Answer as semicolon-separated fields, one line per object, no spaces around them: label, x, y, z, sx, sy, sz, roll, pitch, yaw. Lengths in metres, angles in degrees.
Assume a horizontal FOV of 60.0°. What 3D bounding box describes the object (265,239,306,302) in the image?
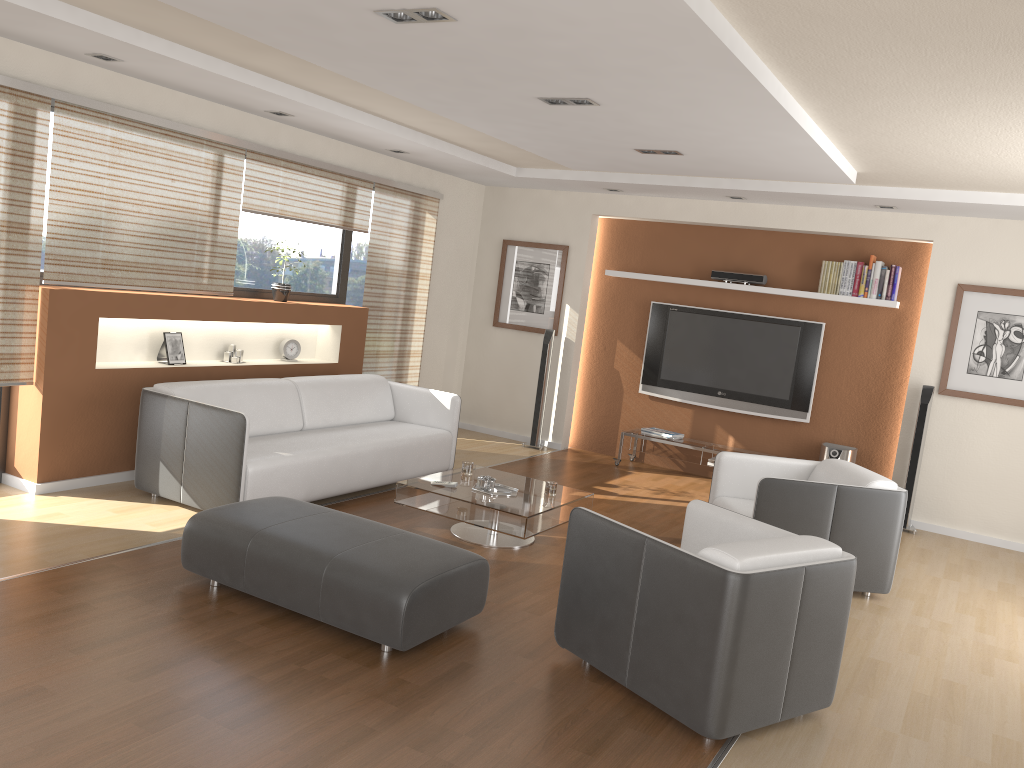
object;-1.728;-0.867;6.811;0.342;0.477;0.268;9;7;18

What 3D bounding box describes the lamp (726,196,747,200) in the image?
lamp;1.908;-1.618;7.514;0.146;0.087;0.146;11;7;28

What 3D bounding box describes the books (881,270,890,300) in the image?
books;3.125;-0.821;7.396;0.028;0.248;0.169;11;7;28

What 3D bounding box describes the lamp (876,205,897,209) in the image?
lamp;2.941;-1.426;6.947;0.146;0.087;0.146;11;7;28

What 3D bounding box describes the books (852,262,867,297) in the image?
books;2.935;-0.879;7.499;0.053;0.293;0.169;11;7;28

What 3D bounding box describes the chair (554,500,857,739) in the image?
chair;0.783;0.877;3.657;0.767;0.661;0.919;2;8;-36

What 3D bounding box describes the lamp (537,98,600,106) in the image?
lamp;0.296;-1.486;4.538;0.291;0.087;0.146;11;7;28

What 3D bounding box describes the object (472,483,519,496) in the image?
object;-0.099;0.643;5.399;0.315;0.011;0.273;12;8;35

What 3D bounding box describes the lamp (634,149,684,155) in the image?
lamp;0.953;-1.536;5.716;0.291;0.087;0.146;11;7;28

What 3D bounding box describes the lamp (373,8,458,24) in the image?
lamp;-0.361;-1.436;3.359;0.291;0.087;0.146;11;7;28

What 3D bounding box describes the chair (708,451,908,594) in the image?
chair;1.764;0.825;5.416;0.919;0.706;0.767;6;6;-6

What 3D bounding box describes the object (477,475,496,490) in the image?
object;-0.156;0.599;5.401;0.118;0.079;0.117;12;8;35

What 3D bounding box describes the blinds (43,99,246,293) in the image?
blinds;-2.282;-1.128;5.665;0.001;1.044;1.432;11;7;28

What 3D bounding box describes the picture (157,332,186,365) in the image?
picture;-2.307;-0.244;6.028;0.133;0.216;0.159;10;7;23

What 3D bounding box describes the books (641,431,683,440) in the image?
books;1.396;0.468;8.235;0.326;0.017;0.228;11;7;31

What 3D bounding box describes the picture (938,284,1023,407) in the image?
picture;3.775;-0.296;6.859;0.734;0.884;0.025;11;7;28

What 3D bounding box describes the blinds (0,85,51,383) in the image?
blinds;-2.916;-0.792;4.627;0.001;1.635;0.980;11;7;28

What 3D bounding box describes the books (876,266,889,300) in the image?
books;3.099;-0.841;7.416;0.041;0.278;0.157;11;7;28

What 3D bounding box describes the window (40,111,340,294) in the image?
window;-2.166;-1.192;6.429;0.010;0.986;2.817;11;7;28

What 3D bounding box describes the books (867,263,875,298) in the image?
books;3.028;-0.862;7.450;0.022;0.293;0.167;11;7;28

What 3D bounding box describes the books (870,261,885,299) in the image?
books;3.057;-0.865;7.426;0.050;0.313;0.179;11;7;28

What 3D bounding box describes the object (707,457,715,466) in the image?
object;1.993;0.723;7.896;0.435;0.052;0.274;11;7;28

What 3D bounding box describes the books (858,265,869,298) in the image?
books;2.970;-0.857;7.471;0.041;0.266;0.186;11;7;28

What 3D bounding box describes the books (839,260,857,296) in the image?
books;2.867;-0.893;7.541;0.104;0.295;0.146;11;7;28

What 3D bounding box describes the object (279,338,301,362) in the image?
object;-1.765;-0.271;7.051;0.096;0.176;0.160;13;9;43

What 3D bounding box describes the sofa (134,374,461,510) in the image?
sofa;-1.355;0.335;6.120;0.919;0.661;2.238;11;7;28

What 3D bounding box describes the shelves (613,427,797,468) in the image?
shelves;1.741;0.711;8.064;1.617;0.340;0.444;11;7;28

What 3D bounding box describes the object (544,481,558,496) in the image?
object;0.240;0.644;5.468;0.079;0.077;0.079;9;7;17

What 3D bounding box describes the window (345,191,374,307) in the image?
window;-1.289;-0.695;8.193;0.010;2.162;0.889;11;7;28

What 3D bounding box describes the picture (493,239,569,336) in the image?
picture;0.178;-0.966;8.837;0.734;0.884;0.025;11;7;28

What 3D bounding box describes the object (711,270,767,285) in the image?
object;2.042;-0.951;7.987;0.470;0.109;0.182;11;7;28

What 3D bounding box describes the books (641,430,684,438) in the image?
books;1.397;0.456;8.233;0.228;0.017;0.326;1;9;-44

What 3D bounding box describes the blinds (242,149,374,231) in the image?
blinds;-1.542;-1.479;6.892;0.001;0.441;1.432;11;7;28

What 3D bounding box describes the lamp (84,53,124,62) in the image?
lamp;-2.247;-1.843;4.895;0.146;0.087;0.146;11;7;28

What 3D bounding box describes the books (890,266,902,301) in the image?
books;3.187;-0.828;7.361;0.029;0.286;0.169;11;7;28

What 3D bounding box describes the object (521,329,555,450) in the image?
object;0.298;0.048;8.643;0.228;1.165;0.215;10;7;23

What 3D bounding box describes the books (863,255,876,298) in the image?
books;3.009;-0.897;7.457;0.028;0.358;0.169;11;7;28

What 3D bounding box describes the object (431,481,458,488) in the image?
object;-0.410;0.600;5.354;0.158;0.029;0.064;8;6;10

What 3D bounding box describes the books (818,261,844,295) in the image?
books;2.747;-0.905;7.604;0.167;0.275;0.195;11;7;28

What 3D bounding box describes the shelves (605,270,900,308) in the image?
shelves;2.072;-0.866;7.978;2.612;0.050;0.200;11;7;28

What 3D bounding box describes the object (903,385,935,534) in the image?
object;3.209;0.590;7.043;0.228;1.165;0.215;11;8;33

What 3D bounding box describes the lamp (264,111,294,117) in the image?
lamp;-1.590;-1.893;6.074;0.146;0.087;0.146;11;7;28

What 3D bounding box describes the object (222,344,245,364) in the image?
object;-2.054;-0.227;6.546;0.141;0.131;0.141;8;6;6

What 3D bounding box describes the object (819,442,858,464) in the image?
object;2.739;0.791;7.562;0.286;0.518;0.323;11;7;28

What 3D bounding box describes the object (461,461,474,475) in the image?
object;-0.290;0.547;5.751;0.079;0.077;0.079;9;7;17

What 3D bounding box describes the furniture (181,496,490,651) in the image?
furniture;-0.813;0.808;4.074;1.291;0.301;0.685;11;7;28

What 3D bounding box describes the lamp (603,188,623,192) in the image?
lamp;0.927;-1.801;8.054;0.146;0.087;0.146;11;7;28

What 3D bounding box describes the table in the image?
table;-0.102;0.789;5.495;0.900;0.300;0.900;11;7;28

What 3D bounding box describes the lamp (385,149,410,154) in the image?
lamp;-0.933;-1.943;7.252;0.146;0.087;0.146;11;7;28

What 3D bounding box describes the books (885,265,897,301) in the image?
books;3.157;-0.837;7.377;0.041;0.293;0.169;11;7;28

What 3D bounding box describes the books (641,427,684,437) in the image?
books;1.399;0.443;8.232;0.326;0.017;0.228;12;8;40

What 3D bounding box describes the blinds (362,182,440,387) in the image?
blinds;-1.053;-0.657;8.061;0.001;2.200;0.980;11;7;28

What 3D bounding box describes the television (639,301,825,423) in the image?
television;1.975;-0.213;8.115;1.594;0.900;0.097;11;7;28

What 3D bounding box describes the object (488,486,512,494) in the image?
object;-0.071;0.640;5.335;0.147;0.035;0.051;5;7;-20
